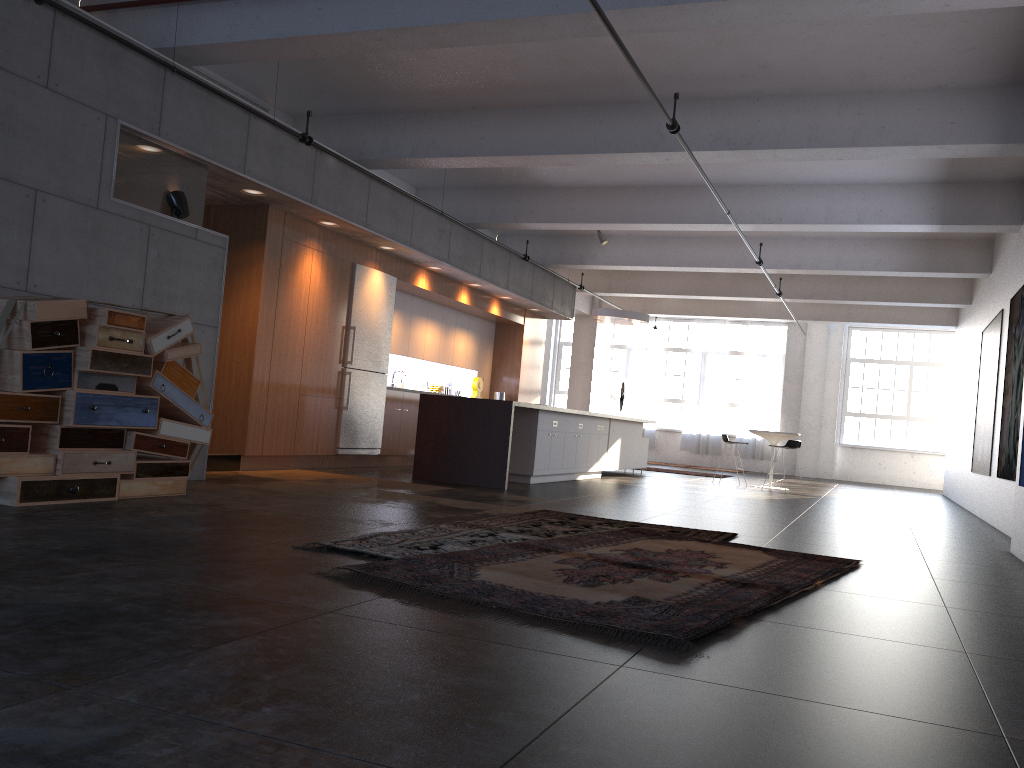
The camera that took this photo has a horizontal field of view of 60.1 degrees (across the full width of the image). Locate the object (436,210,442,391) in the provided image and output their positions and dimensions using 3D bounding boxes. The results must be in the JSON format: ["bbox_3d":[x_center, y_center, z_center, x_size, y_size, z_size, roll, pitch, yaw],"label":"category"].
[{"bbox_3d":[-1.001,-1.046,12.382,0.053,2.227,2.409,5,-2,-1],"label":"object"}]

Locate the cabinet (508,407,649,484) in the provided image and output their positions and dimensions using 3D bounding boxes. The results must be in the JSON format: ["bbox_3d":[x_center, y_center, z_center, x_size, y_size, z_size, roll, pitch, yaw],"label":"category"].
[{"bbox_3d":[0.967,0.943,13.470,0.908,0.929,5.735,4,-2,23],"label":"cabinet"}]

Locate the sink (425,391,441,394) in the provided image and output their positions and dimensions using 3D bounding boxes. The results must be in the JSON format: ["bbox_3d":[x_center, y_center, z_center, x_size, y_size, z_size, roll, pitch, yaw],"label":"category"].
[{"bbox_3d":[-1.429,0.191,12.703,0.515,0.192,0.741,4,-2,22],"label":"sink"}]

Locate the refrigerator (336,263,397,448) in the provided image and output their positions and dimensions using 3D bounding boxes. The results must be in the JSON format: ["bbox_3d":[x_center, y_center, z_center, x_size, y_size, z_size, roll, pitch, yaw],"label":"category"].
[{"bbox_3d":[-1.826,-0.309,10.911,0.217,2.190,0.969,5,-2,20],"label":"refrigerator"}]

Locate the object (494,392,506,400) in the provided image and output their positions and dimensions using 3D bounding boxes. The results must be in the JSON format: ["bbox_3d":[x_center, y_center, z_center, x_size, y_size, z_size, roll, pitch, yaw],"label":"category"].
[{"bbox_3d":[-0.214,0.230,15.360,0.193,0.170,0.188,6,-2,-20],"label":"object"}]

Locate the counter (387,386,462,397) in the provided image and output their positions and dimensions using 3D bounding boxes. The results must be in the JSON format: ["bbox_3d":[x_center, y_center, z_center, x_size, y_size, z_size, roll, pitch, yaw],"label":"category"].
[{"bbox_3d":[-1.504,0.154,13.722,1.583,0.039,4.529,4,-3,22],"label":"counter"}]

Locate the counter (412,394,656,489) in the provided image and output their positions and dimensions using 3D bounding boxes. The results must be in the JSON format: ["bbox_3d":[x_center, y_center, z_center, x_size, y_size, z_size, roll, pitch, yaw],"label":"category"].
[{"bbox_3d":[0.724,0.869,12.901,1.125,0.971,6.759,4,-2,23],"label":"counter"}]

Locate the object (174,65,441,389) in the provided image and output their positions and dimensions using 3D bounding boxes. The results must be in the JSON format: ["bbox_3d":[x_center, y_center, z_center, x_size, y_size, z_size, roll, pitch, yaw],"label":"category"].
[{"bbox_3d":[-1.866,-1.209,10.269,0.053,2.168,6.942,5,-2,15],"label":"object"}]

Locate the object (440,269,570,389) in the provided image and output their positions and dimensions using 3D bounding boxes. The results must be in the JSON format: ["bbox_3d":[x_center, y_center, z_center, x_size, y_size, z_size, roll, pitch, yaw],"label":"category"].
[{"bbox_3d":[-1.090,0.047,13.621,0.056,0.060,0.054,3,-2,45],"label":"object"}]

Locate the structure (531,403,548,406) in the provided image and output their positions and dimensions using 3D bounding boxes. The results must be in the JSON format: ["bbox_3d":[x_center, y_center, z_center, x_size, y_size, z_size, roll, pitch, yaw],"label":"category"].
[{"bbox_3d":[0.214,0.300,12.110,0.504,0.071,0.650,4,-2,22],"label":"structure"}]

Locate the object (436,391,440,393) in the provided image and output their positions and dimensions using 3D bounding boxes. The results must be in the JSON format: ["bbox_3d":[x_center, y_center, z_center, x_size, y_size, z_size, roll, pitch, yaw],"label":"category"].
[{"bbox_3d":[-0.082,-0.863,14.670,0.056,2.308,2.983,4,-2,41],"label":"object"}]

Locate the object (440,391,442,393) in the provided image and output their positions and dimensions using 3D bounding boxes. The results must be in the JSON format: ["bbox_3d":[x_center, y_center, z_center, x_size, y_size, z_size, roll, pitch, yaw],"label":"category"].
[{"bbox_3d":[-1.111,0.137,13.596,0.061,0.053,0.054,5,-2,9],"label":"object"}]

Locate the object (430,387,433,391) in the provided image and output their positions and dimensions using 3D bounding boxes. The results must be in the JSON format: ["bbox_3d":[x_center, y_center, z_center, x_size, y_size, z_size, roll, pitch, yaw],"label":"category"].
[{"bbox_3d":[-1.231,0.075,13.567,0.052,0.053,0.062,5,-2,13],"label":"object"}]

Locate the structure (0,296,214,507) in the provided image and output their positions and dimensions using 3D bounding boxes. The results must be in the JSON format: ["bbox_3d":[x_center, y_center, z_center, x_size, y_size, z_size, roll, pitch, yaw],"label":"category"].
[{"bbox_3d":[-2.807,0.098,5.921,0.628,1.314,1.943,4,-2,22],"label":"structure"}]

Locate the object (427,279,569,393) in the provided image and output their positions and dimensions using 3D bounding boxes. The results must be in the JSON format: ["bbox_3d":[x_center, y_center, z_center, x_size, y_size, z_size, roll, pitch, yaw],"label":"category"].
[{"bbox_3d":[-5.080,0.033,8.236,0.930,1.214,13.455,4,-3,33],"label":"object"}]

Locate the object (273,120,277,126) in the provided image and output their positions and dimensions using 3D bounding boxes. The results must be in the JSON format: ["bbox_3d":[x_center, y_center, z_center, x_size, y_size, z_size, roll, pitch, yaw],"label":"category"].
[{"bbox_3d":[-1.120,0.042,13.663,0.062,0.051,0.054,5,-2,14],"label":"object"}]

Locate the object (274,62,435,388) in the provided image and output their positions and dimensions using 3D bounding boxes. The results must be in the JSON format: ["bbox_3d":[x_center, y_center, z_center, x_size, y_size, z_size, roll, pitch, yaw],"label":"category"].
[{"bbox_3d":[-1.210,0.028,13.558,0.051,0.059,0.058,6,-2,-34],"label":"object"}]

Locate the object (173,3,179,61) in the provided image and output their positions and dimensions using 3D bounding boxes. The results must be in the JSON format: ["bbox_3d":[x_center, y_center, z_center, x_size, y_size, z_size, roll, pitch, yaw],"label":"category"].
[{"bbox_3d":[-1.228,0.042,13.622,0.052,0.053,0.062,6,-2,-20],"label":"object"}]

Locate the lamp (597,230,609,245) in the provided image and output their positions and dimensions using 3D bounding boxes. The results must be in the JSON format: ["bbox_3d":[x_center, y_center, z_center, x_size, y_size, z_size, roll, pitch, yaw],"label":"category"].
[{"bbox_3d":[1.433,-2.349,14.067,0.221,0.286,0.132,5,-1,5],"label":"lamp"}]

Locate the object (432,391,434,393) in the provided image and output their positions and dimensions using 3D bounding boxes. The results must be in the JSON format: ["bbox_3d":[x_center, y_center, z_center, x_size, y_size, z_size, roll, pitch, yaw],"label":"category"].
[{"bbox_3d":[-1.202,0.131,13.574,0.050,0.055,0.062,5,-2,12],"label":"object"}]

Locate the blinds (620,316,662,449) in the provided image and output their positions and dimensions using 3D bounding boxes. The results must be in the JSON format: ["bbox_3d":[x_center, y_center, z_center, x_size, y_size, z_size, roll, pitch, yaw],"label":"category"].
[{"bbox_3d":[3.399,-0.151,23.134,1.017,3.673,0.366,5,-1,20],"label":"blinds"}]

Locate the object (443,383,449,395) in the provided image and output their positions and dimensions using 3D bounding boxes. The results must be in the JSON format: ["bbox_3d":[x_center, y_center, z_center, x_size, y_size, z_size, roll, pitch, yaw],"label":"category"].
[{"bbox_3d":[-1.064,0.091,14.311,0.059,0.209,0.146,5,-2,22],"label":"object"}]

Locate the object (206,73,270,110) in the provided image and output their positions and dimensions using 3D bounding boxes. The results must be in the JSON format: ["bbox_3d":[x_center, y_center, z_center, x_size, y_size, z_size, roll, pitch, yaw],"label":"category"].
[{"bbox_3d":[-2.234,-1.488,10.912,0.057,2.866,6.051,5,-2,24],"label":"object"}]

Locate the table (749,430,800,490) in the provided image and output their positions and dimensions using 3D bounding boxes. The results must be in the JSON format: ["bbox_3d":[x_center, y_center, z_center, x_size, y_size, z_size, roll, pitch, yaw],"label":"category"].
[{"bbox_3d":[4.383,1.280,14.916,0.816,0.951,0.842,4,-2,22],"label":"table"}]

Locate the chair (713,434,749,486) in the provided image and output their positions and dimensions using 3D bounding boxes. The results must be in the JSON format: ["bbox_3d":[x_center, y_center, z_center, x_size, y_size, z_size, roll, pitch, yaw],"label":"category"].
[{"bbox_3d":[3.677,1.304,14.829,0.506,0.895,0.463,5,-2,-1],"label":"chair"}]

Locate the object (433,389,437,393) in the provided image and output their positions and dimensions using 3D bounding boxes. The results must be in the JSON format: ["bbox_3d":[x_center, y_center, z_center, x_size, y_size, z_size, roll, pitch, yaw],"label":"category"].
[{"bbox_3d":[-1.176,0.108,13.540,0.052,0.053,0.062,5,-2,4],"label":"object"}]

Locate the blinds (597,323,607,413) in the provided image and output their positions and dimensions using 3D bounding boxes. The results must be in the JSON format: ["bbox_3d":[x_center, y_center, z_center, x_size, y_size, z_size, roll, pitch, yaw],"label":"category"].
[{"bbox_3d":[2.029,-0.251,23.683,1.011,3.711,0.319,5,-1,20],"label":"blinds"}]

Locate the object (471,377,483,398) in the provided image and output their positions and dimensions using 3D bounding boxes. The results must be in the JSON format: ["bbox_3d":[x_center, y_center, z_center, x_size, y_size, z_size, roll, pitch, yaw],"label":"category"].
[{"bbox_3d":[-0.572,0.075,14.813,0.098,0.381,0.278,5,-2,22],"label":"object"}]

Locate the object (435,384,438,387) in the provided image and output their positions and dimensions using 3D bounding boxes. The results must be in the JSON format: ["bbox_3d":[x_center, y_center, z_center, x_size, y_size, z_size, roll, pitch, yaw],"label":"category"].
[{"bbox_3d":[-2.470,-1.336,8.871,0.058,2.163,10.023,5,-2,17],"label":"object"}]

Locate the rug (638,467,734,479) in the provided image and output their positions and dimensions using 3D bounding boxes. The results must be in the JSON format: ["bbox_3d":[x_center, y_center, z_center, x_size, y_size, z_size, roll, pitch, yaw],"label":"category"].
[{"bbox_3d":[2.977,1.743,18.057,2.842,0.029,1.883,4,-2,21],"label":"rug"}]

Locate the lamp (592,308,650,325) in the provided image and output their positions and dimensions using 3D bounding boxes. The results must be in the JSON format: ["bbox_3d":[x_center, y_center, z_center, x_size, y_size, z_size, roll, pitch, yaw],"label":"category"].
[{"bbox_3d":[1.796,-1.179,15.584,1.024,0.130,1.063,6,-2,-22],"label":"lamp"}]

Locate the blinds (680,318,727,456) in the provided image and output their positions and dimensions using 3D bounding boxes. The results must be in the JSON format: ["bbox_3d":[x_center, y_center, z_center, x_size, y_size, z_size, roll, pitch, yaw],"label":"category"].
[{"bbox_3d":[4.960,-0.048,22.537,1.022,3.696,0.343,5,-1,18],"label":"blinds"}]

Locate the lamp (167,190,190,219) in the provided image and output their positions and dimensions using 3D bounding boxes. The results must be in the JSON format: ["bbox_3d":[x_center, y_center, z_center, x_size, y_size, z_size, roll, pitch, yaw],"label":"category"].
[{"bbox_3d":[-2.763,-1.465,7.300,0.211,0.258,0.172,5,-2,3],"label":"lamp"}]

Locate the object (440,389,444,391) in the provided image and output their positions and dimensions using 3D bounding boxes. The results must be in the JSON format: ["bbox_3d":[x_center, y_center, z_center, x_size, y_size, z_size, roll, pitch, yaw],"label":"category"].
[{"bbox_3d":[-4.478,-1.493,8.812,0.060,2.209,12.066,4,-2,36],"label":"object"}]

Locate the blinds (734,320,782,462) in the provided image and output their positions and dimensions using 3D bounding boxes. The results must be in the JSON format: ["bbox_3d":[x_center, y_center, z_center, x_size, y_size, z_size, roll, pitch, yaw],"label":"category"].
[{"bbox_3d":[6.222,0.038,22.067,1.015,3.749,0.347,5,-1,19],"label":"blinds"}]

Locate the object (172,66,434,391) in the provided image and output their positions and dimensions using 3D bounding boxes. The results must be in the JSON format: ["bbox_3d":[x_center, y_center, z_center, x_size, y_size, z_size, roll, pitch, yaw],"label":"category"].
[{"bbox_3d":[-1.205,0.091,13.623,0.052,0.053,0.061,6,-2,-25],"label":"object"}]

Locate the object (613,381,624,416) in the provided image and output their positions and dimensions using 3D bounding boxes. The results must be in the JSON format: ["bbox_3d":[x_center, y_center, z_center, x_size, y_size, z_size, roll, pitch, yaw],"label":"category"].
[{"bbox_3d":[2.472,0.886,21.243,1.163,1.918,1.072,4,-2,22],"label":"object"}]

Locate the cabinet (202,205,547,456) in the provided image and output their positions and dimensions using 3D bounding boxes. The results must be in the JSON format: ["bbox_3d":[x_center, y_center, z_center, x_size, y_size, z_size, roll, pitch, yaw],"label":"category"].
[{"bbox_3d":[-2.103,-0.340,13.166,2.344,2.561,8.231,4,-2,22],"label":"cabinet"}]

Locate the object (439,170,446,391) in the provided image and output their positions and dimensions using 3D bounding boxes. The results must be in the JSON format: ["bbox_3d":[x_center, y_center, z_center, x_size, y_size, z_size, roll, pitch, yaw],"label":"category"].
[{"bbox_3d":[-1.129,0.080,13.609,0.065,0.053,0.050,6,-2,-31],"label":"object"}]

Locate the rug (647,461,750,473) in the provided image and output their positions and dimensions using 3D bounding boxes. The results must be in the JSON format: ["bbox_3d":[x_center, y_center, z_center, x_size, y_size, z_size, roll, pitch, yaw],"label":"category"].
[{"bbox_3d":[4.116,1.998,21.630,3.085,0.009,1.842,4,-2,21],"label":"rug"}]

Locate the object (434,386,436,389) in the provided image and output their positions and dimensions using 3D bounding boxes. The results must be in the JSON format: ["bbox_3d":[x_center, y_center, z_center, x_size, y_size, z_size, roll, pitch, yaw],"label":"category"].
[{"bbox_3d":[-1.661,-1.166,10.851,0.056,2.189,5.687,5,-2,12],"label":"object"}]

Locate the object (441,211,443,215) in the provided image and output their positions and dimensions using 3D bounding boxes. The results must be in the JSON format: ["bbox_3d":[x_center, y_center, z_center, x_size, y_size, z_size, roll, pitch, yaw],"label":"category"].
[{"bbox_3d":[-1.145,0.084,13.662,0.051,0.053,0.063,4,-2,29],"label":"object"}]

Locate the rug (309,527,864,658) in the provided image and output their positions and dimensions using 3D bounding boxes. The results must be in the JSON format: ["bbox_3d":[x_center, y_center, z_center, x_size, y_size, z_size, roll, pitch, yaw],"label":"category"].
[{"bbox_3d":[0.724,0.997,4.838,1.840,0.048,3.593,4,-3,31],"label":"rug"}]
